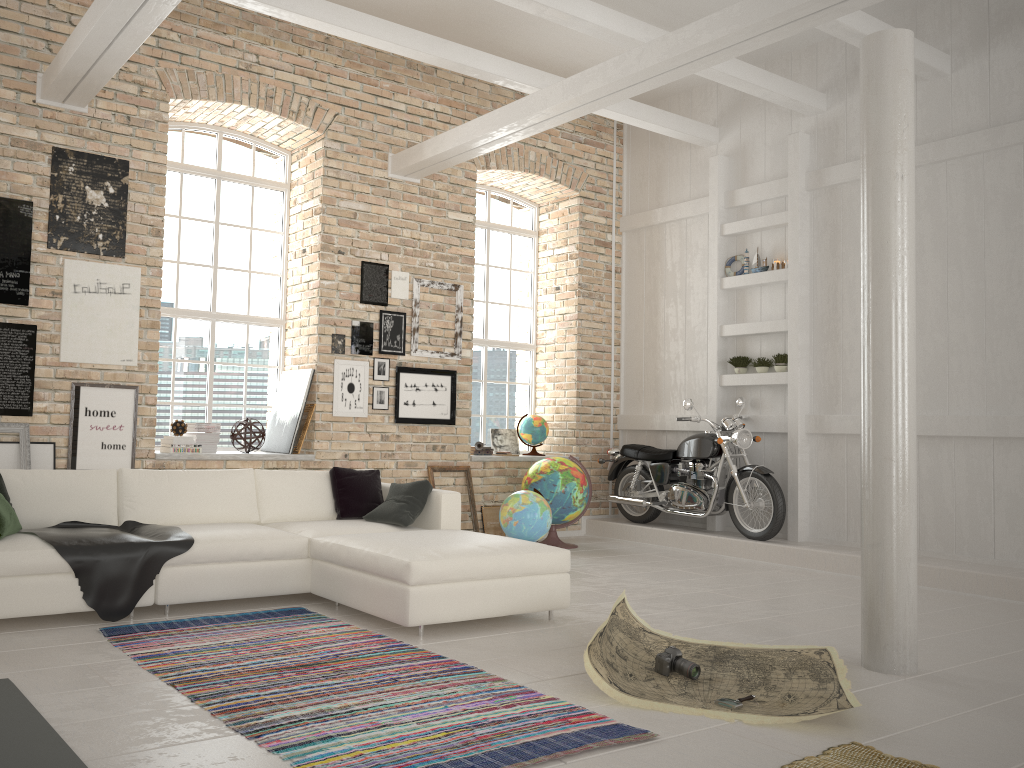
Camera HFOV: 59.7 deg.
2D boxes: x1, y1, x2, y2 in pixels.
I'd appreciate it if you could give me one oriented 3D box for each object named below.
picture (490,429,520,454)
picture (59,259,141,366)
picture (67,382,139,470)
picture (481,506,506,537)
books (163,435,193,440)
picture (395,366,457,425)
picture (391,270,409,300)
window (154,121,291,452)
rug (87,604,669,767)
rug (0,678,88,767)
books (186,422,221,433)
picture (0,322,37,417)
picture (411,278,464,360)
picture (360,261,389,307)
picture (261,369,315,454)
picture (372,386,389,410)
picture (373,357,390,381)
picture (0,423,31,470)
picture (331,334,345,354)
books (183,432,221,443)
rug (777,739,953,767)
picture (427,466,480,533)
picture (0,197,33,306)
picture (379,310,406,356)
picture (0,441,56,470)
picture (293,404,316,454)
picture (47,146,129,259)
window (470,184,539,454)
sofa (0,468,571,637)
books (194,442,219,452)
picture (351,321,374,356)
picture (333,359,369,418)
[{"bbox_3d":[-0.078,0.646,9.922,0.368,0.292,0.072,4,-4,-36],"label":"picture"},{"bbox_3d":[-3.176,-0.544,6.892,0.553,0.784,0.039,4,-4,-35],"label":"picture"},{"bbox_3d":[-3.151,0.377,6.873,0.486,0.756,0.013,4,-4,-35],"label":"picture"},{"bbox_3d":[-0.187,1.397,8.922,0.251,0.351,0.102,4,-4,-36],"label":"picture"},{"bbox_3d":[-2.756,0.442,7.358,0.188,0.030,0.172,-1,-4,42],"label":"books"},{"bbox_3d":[-0.825,0.118,8.543,0.669,0.535,0.033,4,-4,-35],"label":"picture"},{"bbox_3d":[-1.058,-0.935,8.430,0.182,0.259,0.013,4,-4,-35],"label":"picture"},{"bbox_3d":[1.003,-1.036,3.429,1.340,2.988,12.179,4,-4,-38],"label":"window"},{"bbox_3d":[-0.832,1.281,3.931,1.318,0.008,2.857,4,-4,-39],"label":"rug"},{"bbox_3d":[-1.717,1.158,2.202,1.346,0.041,2.893,4,-4,-39],"label":"rug"},{"bbox_3d":[-2.715,0.377,7.761,0.244,0.085,0.285,-1,-4,33],"label":"books"},{"bbox_3d":[-3.747,-0.111,6.492,0.479,0.681,0.069,4,-4,-35],"label":"picture"},{"bbox_3d":[-0.724,-0.622,8.645,0.566,0.749,0.027,4,-4,-35],"label":"picture"},{"bbox_3d":[-1.273,-0.929,8.270,0.277,0.394,0.020,4,-4,-35],"label":"picture"},{"bbox_3d":[-2.033,0.247,8.083,0.230,0.764,0.626,4,-4,-38],"label":"picture"},{"bbox_3d":[-1.219,0.133,8.271,0.165,0.213,0.012,4,-4,-35],"label":"picture"},{"bbox_3d":[-1.214,-0.135,8.286,0.165,0.213,0.012,4,-4,-35],"label":"picture"},{"bbox_3d":[-3.692,0.563,6.308,0.510,0.582,0.302,4,-4,-36],"label":"picture"},{"bbox_3d":[-1.566,-0.361,8.041,0.126,0.178,0.009,3,-4,-30],"label":"picture"},{"bbox_3d":[-2.714,0.462,7.767,0.222,0.088,0.339,4,-4,-42],"label":"books"},{"bbox_3d":[1.025,1.215,1.987,2.054,0.021,1.641,4,-4,-43],"label":"rug"},{"bbox_3d":[-0.555,1.166,8.566,0.474,0.748,0.237,4,-4,-36],"label":"picture"},{"bbox_3d":[-3.803,-0.982,6.470,0.554,0.785,0.039,4,-4,-35],"label":"picture"},{"bbox_3d":[-1.118,-0.477,8.357,0.274,0.409,0.011,4,-4,-35],"label":"picture"},{"bbox_3d":[-3.605,0.703,6.452,0.539,0.568,0.156,4,-4,-36],"label":"picture"},{"bbox_3d":[-1.909,0.402,7.961,0.162,0.460,0.386,4,-4,-38],"label":"picture"},{"bbox_3d":[-3.268,-1.392,6.887,0.552,0.783,0.039,4,-4,-35],"label":"picture"},{"bbox_3d":[3.437,-0.875,5.163,1.340,2.988,12.179,4,-4,-38],"label":"window"},{"bbox_3d":[-1.593,0.952,5.211,3.073,0.842,2.312,4,-4,-36],"label":"sofa"},{"bbox_3d":[-2.716,0.545,7.761,0.224,0.088,0.336,4,-4,-33],"label":"books"},{"bbox_3d":[-1.374,-0.420,8.180,0.215,0.306,0.015,4,-4,-35],"label":"picture"},{"bbox_3d":[-1.460,0.042,8.096,0.343,0.514,0.014,4,-4,-35],"label":"picture"}]
